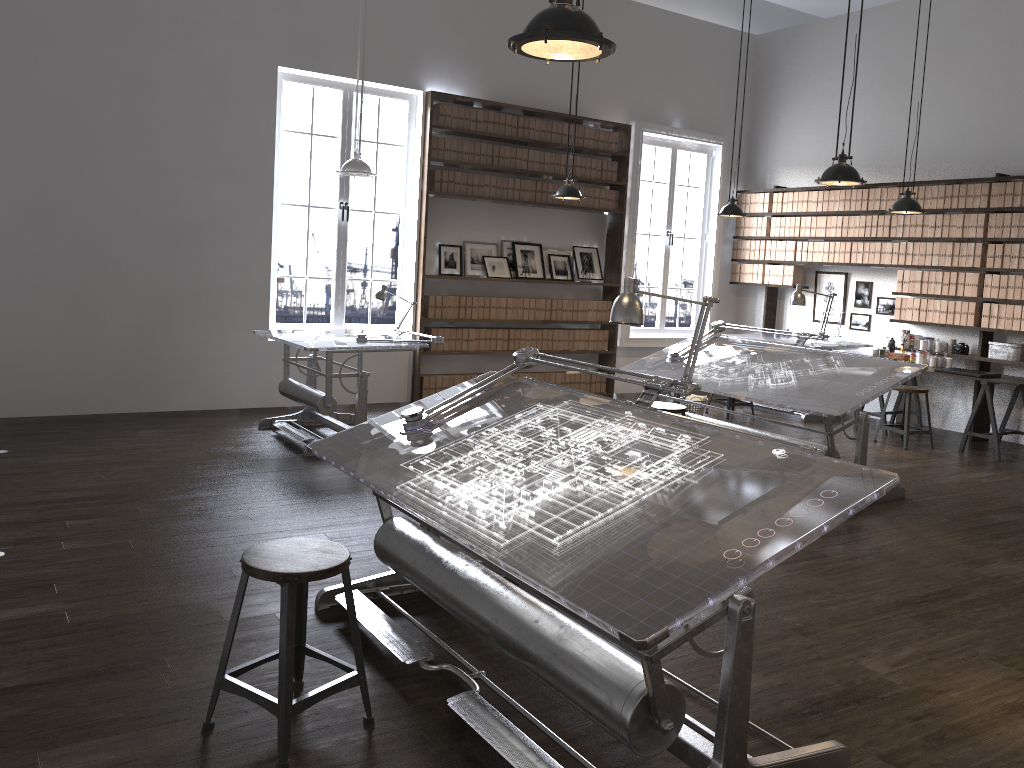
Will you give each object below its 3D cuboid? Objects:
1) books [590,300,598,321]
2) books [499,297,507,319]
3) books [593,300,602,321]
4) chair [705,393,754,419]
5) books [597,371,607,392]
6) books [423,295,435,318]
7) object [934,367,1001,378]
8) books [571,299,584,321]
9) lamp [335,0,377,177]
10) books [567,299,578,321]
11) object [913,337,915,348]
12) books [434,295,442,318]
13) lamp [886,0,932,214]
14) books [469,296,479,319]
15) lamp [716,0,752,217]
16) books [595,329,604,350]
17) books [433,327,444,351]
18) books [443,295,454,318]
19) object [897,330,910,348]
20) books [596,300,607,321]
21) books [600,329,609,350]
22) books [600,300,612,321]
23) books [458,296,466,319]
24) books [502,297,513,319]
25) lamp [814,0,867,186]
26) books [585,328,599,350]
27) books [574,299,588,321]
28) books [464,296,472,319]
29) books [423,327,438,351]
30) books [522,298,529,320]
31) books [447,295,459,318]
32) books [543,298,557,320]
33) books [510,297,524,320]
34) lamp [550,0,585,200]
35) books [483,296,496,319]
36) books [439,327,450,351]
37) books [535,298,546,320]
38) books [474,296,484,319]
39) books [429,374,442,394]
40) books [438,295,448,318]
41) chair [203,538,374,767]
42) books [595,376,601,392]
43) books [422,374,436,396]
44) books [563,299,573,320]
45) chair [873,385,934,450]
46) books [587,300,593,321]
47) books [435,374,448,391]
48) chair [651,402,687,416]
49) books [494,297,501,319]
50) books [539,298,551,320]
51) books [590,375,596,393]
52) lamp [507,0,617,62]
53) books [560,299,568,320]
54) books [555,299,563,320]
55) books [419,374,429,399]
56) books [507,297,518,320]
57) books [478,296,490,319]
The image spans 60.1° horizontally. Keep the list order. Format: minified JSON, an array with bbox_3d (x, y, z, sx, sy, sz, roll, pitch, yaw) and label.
[{"bbox_3d":[0.870,-0.820,9.875,0.067,0.225,0.175,0,7,-33],"label":"books"},{"bbox_3d":[-0.134,-0.790,9.233,0.067,0.224,0.175,0,7,-33],"label":"books"},{"bbox_3d":[0.927,-0.822,9.916,0.067,0.224,0.175,0,7,-33],"label":"books"},{"bbox_3d":[2.220,0.071,8.945,0.358,0.525,0.373,1,6,-24],"label":"chair"},{"bbox_3d":[0.988,-0.029,10.049,0.067,0.224,0.175,0,7,-33],"label":"books"},{"bbox_3d":[-0.835,-0.770,8.784,0.067,0.224,0.175,0,7,-33],"label":"books"},{"bbox_3d":[4.026,-0.100,7.832,0.312,0.033,0.448,-2,9,-33],"label":"object"},{"bbox_3d":[0.706,-0.815,9.768,0.067,0.225,0.175,0,7,-33],"label":"books"},{"bbox_3d":[-1.133,-2.721,6.709,0.311,2.243,0.313,7,6,37],"label":"lamp"},{"bbox_3d":[0.646,-0.814,9.736,0.067,0.224,0.175,0,7,-33],"label":"books"},{"bbox_3d":[4.056,-0.428,8.879,0.072,0.128,0.071,5,6,14],"label":"object"},{"bbox_3d":[-0.772,-0.771,8.820,0.067,0.224,0.175,0,7,-33],"label":"books"},{"bbox_3d":[3.342,-2.542,7.277,0.311,2.243,0.313,7,6,37],"label":"lamp"},{"bbox_3d":[-0.418,-0.782,9.049,0.067,0.224,0.175,0,7,-33],"label":"books"},{"bbox_3d":[2.293,-2.822,8.906,0.311,2.243,0.313,7,6,37],"label":"lamp"},{"bbox_3d":[0.946,-0.504,9.967,0.067,0.224,0.175,0,7,-33],"label":"books"},{"bbox_3d":[-0.755,-0.453,8.869,0.067,0.224,0.175,0,7,-33],"label":"books"},{"bbox_3d":[-0.660,-0.775,8.897,0.067,0.224,0.175,0,7,-33],"label":"books"},{"bbox_3d":[3.915,-0.450,8.848,0.107,0.176,0.107,0,6,-31],"label":"object"},{"bbox_3d":[0.985,-0.824,9.955,0.067,0.224,0.175,0,7,-33],"label":"books"},{"bbox_3d":[1.008,-0.505,10.002,0.067,0.224,0.175,0,7,-33],"label":"books"},{"bbox_3d":[1.044,-0.825,9.985,0.067,0.225,0.175,0,7,-33],"label":"books"},{"bbox_3d":[-0.541,-0.778,8.969,0.067,0.225,0.175,0,7,-33],"label":"books"},{"bbox_3d":[-0.072,-0.792,9.271,0.067,0.225,0.175,0,7,-33],"label":"books"},{"bbox_3d":[2.100,-2.360,5.401,0.312,2.243,0.312,2,5,-13],"label":"lamp"},{"bbox_3d":[0.886,-0.502,9.929,0.067,0.224,0.175,0,7,-33],"label":"books"},{"bbox_3d":[0.760,-0.817,9.808,0.067,0.224,0.175,0,7,-33],"label":"books"},{"bbox_3d":[-0.481,-0.781,9.015,0.067,0.224,0.175,0,7,-33],"label":"books"},{"bbox_3d":[-0.816,-0.451,8.830,0.067,0.225,0.175,0,7,-33],"label":"books"},{"bbox_3d":[0.104,-0.798,9.385,0.067,0.224,0.175,0,7,-33],"label":"books"},{"bbox_3d":[-0.606,-0.777,8.934,0.067,0.224,0.175,0,7,-33],"label":"books"},{"bbox_3d":[0.406,-0.806,9.577,0.067,0.225,0.175,0,7,-33],"label":"books"},{"bbox_3d":[0.043,-0.796,9.351,0.067,0.224,0.175,0,7,-33],"label":"books"},{"bbox_3d":[0.562,-2.772,7.801,0.311,2.243,0.313,7,6,37],"label":"lamp"},{"bbox_3d":[-0.241,-0.787,9.160,0.067,0.225,0.175,0,7,-33],"label":"books"},{"bbox_3d":[-0.696,-0.455,8.911,0.067,0.224,0.175,0,7,-33],"label":"books"},{"bbox_3d":[0.278,-0.803,9.499,0.067,0.224,0.175,0,7,-33],"label":"books"},{"bbox_3d":[-0.361,-0.784,9.091,0.067,0.224,0.175,0,7,-33],"label":"books"},{"bbox_3d":[-0.777,0.024,8.914,0.067,0.225,0.175,0,7,-33],"label":"books"},{"bbox_3d":[-0.711,-0.773,8.859,0.067,0.225,0.175,0,7,-33],"label":"books"},{"bbox_3d":[-0.646,0.762,2.625,0.359,0.525,0.372,7,7,35],"label":"chair"},{"bbox_3d":[0.923,-0.027,10.010,0.067,0.224,0.175,0,7,-33],"label":"books"},{"bbox_3d":[-0.838,0.025,8.879,0.067,0.224,0.175,0,7,-33],"label":"books"},{"bbox_3d":[0.586,-0.812,9.698,0.067,0.224,0.175,0,7,-33],"label":"books"},{"bbox_3d":[3.498,0.291,7.862,0.358,0.525,0.373,1,6,-24],"label":"chair"},{"bbox_3d":[0.813,-0.818,9.840,0.067,0.224,0.175,0,7,-33],"label":"books"},{"bbox_3d":[-0.717,0.022,8.955,0.067,0.224,0.175,0,7,-33],"label":"books"},{"bbox_3d":[1.002,0.404,5.966,0.359,0.525,0.372,7,7,35],"label":"chair"},{"bbox_3d":[-0.188,-0.789,9.200,0.067,0.224,0.175,0,7,-33],"label":"books"},{"bbox_3d":[0.341,-0.805,9.542,0.067,0.224,0.175,0,7,-33],"label":"books"},{"bbox_3d":[0.864,-0.024,9.966,0.067,0.225,0.175,0,7,-33],"label":"books"},{"bbox_3d":[0.205,-2.067,2.432,0.311,2.243,0.313,7,6,37],"label":"lamp"},{"bbox_3d":[0.529,-0.810,9.656,0.067,0.224,0.175,0,7,-33],"label":"books"},{"bbox_3d":[0.467,-0.809,9.622,0.067,0.224,0.175,0,7,-33],"label":"books"},{"bbox_3d":[-0.898,0.027,8.843,0.067,0.224,0.175,0,7,-33],"label":"books"},{"bbox_3d":[-0.015,-0.794,9.312,0.067,0.224,0.175,0,7,-33],"label":"books"},{"bbox_3d":[-0.301,-0.786,9.129,0.067,0.224,0.175,0,7,-33],"label":"books"}]
